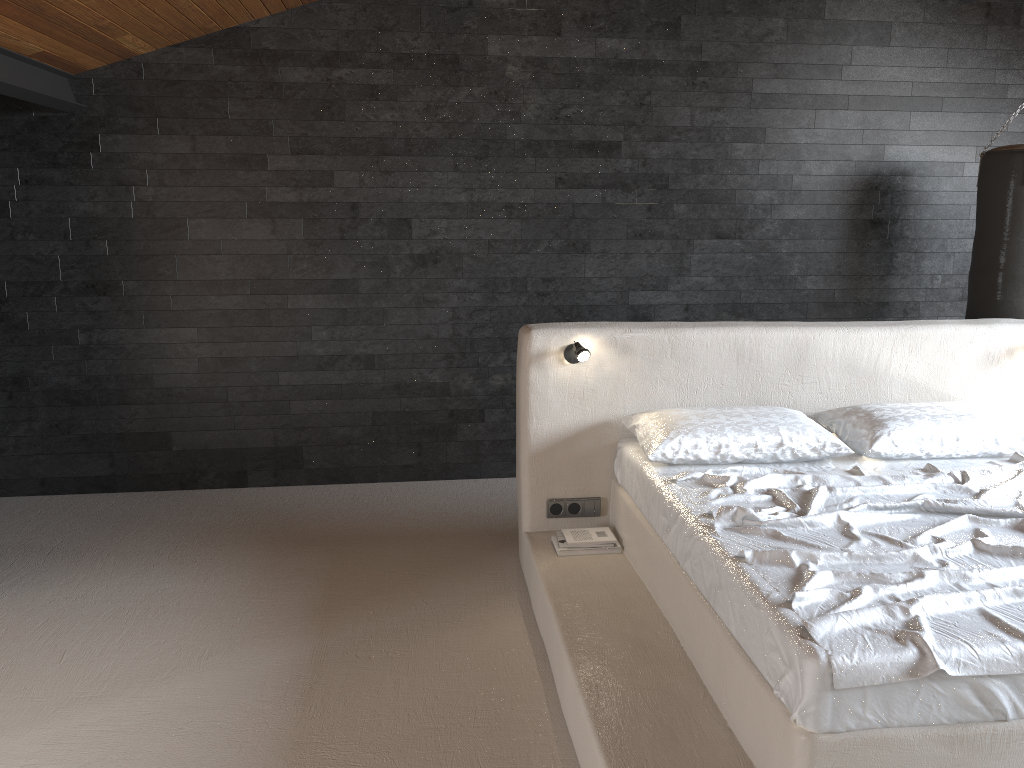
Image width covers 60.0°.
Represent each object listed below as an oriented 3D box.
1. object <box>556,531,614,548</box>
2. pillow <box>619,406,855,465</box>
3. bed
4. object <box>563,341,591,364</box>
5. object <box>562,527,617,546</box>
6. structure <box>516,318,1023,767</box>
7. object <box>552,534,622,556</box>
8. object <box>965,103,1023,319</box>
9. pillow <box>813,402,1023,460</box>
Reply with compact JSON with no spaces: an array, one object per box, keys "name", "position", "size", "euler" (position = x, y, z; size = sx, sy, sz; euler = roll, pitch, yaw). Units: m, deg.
[{"name":"object","position":[0.310,0.658,3.768],"size":[0.231,0.015,0.159],"euler":[0,11,-1]},{"name":"pillow","position":[0.910,0.198,3.692],"size":[0.837,0.176,0.502],"euler":[-1,11,-6]},{"name":"bed","position":[1.458,0.592,3.082],"size":[1.826,0.484,2.012],"euler":[-1,11,-6]},{"name":"object","position":[0.276,-0.127,3.754],"size":[0.087,0.106,0.156],"euler":[-2,11,-9]},{"name":"object","position":[0.325,0.645,3.764],"size":[0.206,0.015,0.161],"euler":[-1,11,-6]},{"name":"structure","position":[1.571,0.692,2.041],"size":[2.634,1.120,4.615],"euler":[-1,11,-6]},{"name":"object","position":[0.314,0.679,3.763],"size":[0.269,0.028,0.176],"euler":[-1,11,-6]},{"name":"object","position":[2.783,-0.807,4.886],"size":[0.442,1.602,0.445],"euler":[5,12,21]},{"name":"pillow","position":[1.800,0.185,3.789],"size":[0.842,0.173,0.509],"euler":[-1,11,-6]}]
